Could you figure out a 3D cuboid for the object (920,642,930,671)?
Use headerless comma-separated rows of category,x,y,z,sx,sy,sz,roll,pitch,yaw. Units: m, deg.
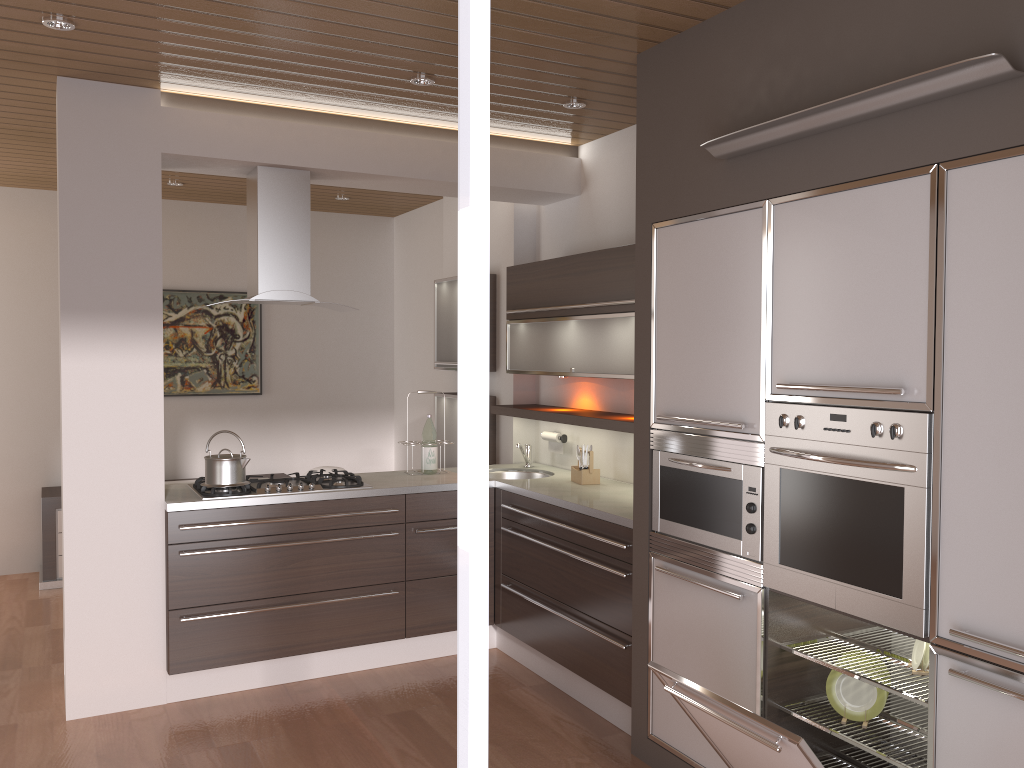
object,1.231,0.793,2.626,0.032,0.112,0.115,1,2,13

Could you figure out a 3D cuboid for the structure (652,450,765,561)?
structure,0.655,0.407,3.074,0.049,0.301,0.569,-1,2,-28

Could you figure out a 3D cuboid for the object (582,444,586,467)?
object,0.364,0.403,4.488,0.018,0.196,0.022,-1,2,-26

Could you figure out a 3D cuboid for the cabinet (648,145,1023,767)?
cabinet,1.003,0.403,2.583,1.047,1.948,1.796,-1,2,-28

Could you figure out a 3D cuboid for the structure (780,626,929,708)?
structure,1.212,0.852,2.710,0.479,0.012,0.583,-1,2,-28

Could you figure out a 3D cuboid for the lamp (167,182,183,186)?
lamp,-2.268,-1.371,5.971,0.102,0.055,0.102,0,2,-11

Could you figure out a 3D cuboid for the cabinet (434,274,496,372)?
cabinet,-0.365,-0.382,5.628,0.172,0.600,0.619,-2,3,-42

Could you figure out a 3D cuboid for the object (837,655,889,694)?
object,1.103,0.952,2.819,0.177,0.173,0.042,1,2,27

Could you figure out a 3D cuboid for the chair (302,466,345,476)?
chair,-1.281,0.951,5.346,0.491,0.847,0.608,1,2,32

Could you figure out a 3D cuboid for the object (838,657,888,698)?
object,1.092,0.953,2.797,0.177,0.173,0.042,1,2,27

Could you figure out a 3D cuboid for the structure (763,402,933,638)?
structure,0.920,0.358,2.538,0.066,0.583,0.582,-1,2,-28

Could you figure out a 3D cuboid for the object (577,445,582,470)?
object,0.342,0.401,4.460,0.042,0.192,0.040,1,2,19

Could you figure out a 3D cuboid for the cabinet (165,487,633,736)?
cabinet,-0.384,0.987,4.051,2.150,0.870,1.850,-1,2,-28

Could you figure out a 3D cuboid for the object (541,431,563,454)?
object,0.228,0.333,5.027,0.053,0.119,0.165,-1,2,-28

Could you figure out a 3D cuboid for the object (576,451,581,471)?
object,0.345,0.413,4.488,0.044,0.178,0.019,2,2,37

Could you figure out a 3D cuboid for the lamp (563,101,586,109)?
lamp,0.286,-1.295,4.042,0.102,0.055,0.102,0,2,0

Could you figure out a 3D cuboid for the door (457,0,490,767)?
door,-0.035,0.183,0.842,2.300,2.700,0.101,-1,2,-28

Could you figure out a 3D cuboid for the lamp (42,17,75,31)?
lamp,-1.568,-1.268,3.067,0.102,0.055,0.102,-2,3,-45

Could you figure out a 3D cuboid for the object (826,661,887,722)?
object,1.069,0.954,2.755,0.177,0.173,0.042,1,2,27

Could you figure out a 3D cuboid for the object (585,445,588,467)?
object,0.374,0.404,4.482,0.020,0.196,0.017,0,2,-5

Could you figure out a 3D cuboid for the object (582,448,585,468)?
object,0.359,0.404,4.466,0.023,0.196,0.018,-1,2,-26

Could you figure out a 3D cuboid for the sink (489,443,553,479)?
sink,-0.002,0.507,4.879,0.450,0.347,0.494,-1,2,-22

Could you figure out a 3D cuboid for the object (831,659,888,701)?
object,1.080,0.953,2.776,0.177,0.173,0.042,1,2,27

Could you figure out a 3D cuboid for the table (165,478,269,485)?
table,-1.668,1.004,5.043,0.800,0.758,1.100,-1,2,-28

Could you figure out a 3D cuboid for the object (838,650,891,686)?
object,1.127,0.950,2.861,0.177,0.173,0.042,1,2,27

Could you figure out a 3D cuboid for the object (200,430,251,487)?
object,-1.329,0.339,4.113,0.221,0.251,0.221,-1,2,-35

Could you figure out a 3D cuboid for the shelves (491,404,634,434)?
shelves,0.444,0.177,4.457,0.313,0.050,1.850,-1,2,-28

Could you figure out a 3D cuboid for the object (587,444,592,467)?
object,0.389,0.401,4.474,0.042,0.192,0.040,1,2,20

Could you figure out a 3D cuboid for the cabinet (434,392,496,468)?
cabinet,-0.323,0.367,5.699,0.194,0.600,0.598,-1,2,-28

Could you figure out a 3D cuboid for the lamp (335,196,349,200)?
lamp,-1.246,-1.386,6.509,0.102,0.055,0.102,0,2,-11

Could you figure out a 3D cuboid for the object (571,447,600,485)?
object,0.375,0.417,4.522,0.100,0.170,0.173,0,2,-16

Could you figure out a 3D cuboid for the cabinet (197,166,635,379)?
cabinet,-0.317,-0.544,4.091,2.058,1.032,1.399,-1,2,-24

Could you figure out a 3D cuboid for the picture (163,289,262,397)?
picture,-2.530,-0.307,6.664,1.277,0.801,0.018,-1,2,-28

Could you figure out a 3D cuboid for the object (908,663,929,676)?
object,1.278,0.848,2.616,0.190,0.009,0.073,1,2,14

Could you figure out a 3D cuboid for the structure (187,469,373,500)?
structure,-1.141,0.480,4.348,0.797,0.047,0.494,-1,2,-28

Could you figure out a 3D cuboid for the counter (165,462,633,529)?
counter,-0.382,0.534,4.035,2.150,0.036,1.850,-1,2,-28

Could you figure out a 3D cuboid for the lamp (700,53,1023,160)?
lamp,0.887,-0.744,2.458,0.139,0.033,1.020,-1,2,-28

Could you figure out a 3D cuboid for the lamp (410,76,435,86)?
lamp,-0.373,-1.285,3.696,0.102,0.055,0.102,2,2,34

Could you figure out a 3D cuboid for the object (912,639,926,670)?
object,1.208,0.793,2.632,0.032,0.112,0.115,1,2,13

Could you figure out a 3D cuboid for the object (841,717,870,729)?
object,1.092,1.040,2.796,0.073,0.009,0.190,1,2,29

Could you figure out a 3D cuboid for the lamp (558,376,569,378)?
lamp,0.277,-0.041,4.774,0.056,0.018,0.056,2,2,34

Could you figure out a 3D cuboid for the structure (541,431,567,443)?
structure,0.257,0.299,5.024,0.087,0.049,0.237,-1,2,-27

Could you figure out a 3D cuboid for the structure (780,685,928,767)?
structure,1.211,1.051,2.717,0.479,0.012,0.583,-1,2,-28

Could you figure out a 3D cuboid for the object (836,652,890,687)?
object,1.115,0.951,2.840,0.177,0.173,0.042,1,2,27

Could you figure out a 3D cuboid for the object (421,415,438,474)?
object,-0.450,0.327,4.824,0.091,0.319,0.091,0,2,7

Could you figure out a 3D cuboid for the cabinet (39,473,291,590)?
cabinet,-2.451,1.028,6.442,1.740,0.608,0.540,-1,2,-28

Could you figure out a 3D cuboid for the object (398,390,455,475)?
object,-0.470,0.261,4.871,0.291,0.453,0.210,-1,2,-23
